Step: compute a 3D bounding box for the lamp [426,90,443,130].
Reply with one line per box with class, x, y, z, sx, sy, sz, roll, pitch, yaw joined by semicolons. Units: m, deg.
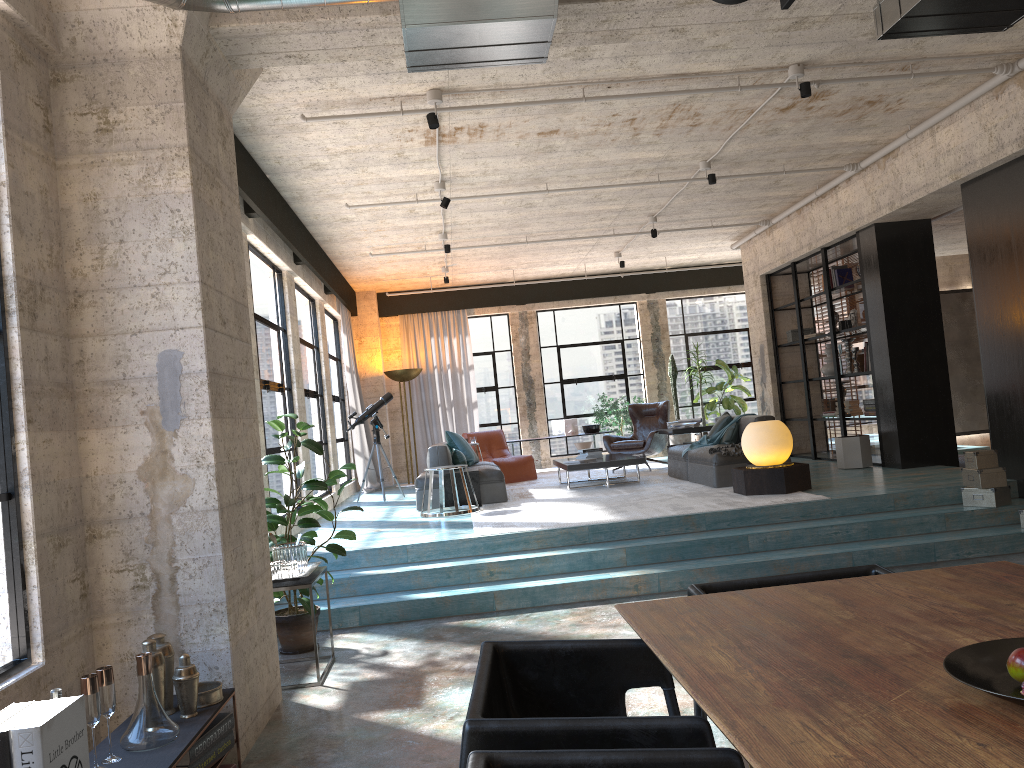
lamp;-0.532;-1.888;6.119;0.107;0.236;0.145;-5;-2;-21

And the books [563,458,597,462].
books;0.805;0.900;10.477;0.318;0.011;0.252;-3;-3;-45

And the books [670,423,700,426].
books;2.226;0.525;11.430;0.252;0.011;0.318;-5;-2;-22

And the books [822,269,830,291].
books;3.970;-1.276;10.986;0.216;0.290;0.231;-5;-2;-4

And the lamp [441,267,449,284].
lamp;-0.969;-1.596;13.025;0.107;0.223;0.143;-6;-2;19

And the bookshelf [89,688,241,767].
bookshelf;-1.280;1.441;2.942;0.350;0.347;1.600;-5;-2;-4

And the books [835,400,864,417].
books;4.163;0.303;10.961;0.306;0.188;0.257;-4;-3;-39

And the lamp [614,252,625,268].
lamp;1.601;-1.839;13.180;0.143;0.223;0.107;-6;-2;9

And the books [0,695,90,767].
books;-1.282;1.063;2.363;0.191;0.362;0.277;-5;-2;-4

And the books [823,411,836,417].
books;4.133;0.379;11.289;0.231;0.068;0.319;-5;-2;-12

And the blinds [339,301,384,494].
blinds;-2.294;0.153;13.547;0.384;2.985;1.131;-5;-2;-4

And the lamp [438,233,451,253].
lamp;-0.815;-1.697;10.705;0.107;0.223;0.143;-7;-2;30

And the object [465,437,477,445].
object;-0.597;0.770;11.977;0.206;0.096;0.287;-7;-3;36

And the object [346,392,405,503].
object;-1.771;0.817;11.410;0.617;1.406;0.595;-5;-2;-3

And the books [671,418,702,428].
books;2.231;0.508;11.351;0.322;0.109;0.273;-7;-3;36

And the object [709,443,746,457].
object;2.259;0.699;9.203;0.433;0.185;0.429;-5;-2;-8

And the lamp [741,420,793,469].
lamp;2.370;0.555;8.241;0.462;0.417;0.462;-6;-2;24

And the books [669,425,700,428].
books;2.219;0.546;11.404;0.252;0.011;0.318;-4;-2;-27

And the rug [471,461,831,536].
rug;0.921;1.237;11.066;2.954;0.032;7.768;-5;-2;-4

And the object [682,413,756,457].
object;2.427;0.580;10.118;0.985;0.438;0.444;-6;-2;23

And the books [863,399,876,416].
books;4.293;0.261;10.275;0.274;0.197;0.393;-5;-2;-4

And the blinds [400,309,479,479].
blinds;-1.187;0.097;14.729;1.187;2.986;0.404;-5;-2;-3

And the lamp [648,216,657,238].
lamp;1.741;-1.923;10.890;0.107;0.252;0.144;-7;-2;28

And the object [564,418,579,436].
object;0.956;0.694;14.270;0.214;0.259;0.154;-5;-2;-4

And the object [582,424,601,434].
object;1.298;0.732;14.443;0.307;0.129;0.307;-7;-3;35

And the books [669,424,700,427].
books;2.225;0.535;11.422;0.252;0.011;0.318;-4;-2;-27

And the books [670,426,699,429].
books;2.219;0.557;11.419;0.252;0.011;0.318;-5;-2;-17

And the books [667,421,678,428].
books;2.205;0.541;11.841;0.278;0.075;0.320;-6;-2;1

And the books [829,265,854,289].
books;3.983;-1.290;10.740;0.221;0.298;0.258;-5;-2;-4

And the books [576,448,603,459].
books;0.979;0.863;11.026;0.279;0.116;0.322;-5;-2;-19

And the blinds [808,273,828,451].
blinds;4.462;-0.191;11.023;0.136;3.160;2.915;-5;-2;-4

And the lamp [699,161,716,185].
lamp;1.893;-2.041;8.589;0.141;0.215;0.107;-5;-2;-21

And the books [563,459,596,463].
books;0.798;0.911;10.475;0.252;0.011;0.318;-7;-3;40

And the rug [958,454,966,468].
rug;5.519;1.065;10.973;0.541;0.377;1.759;-5;-2;-4

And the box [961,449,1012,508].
box;3.796;0.755;7.129;0.280;0.441;0.331;-5;-2;-15

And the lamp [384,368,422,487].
lamp;-1.638;0.692;14.036;0.619;1.822;0.619;-5;-2;-4

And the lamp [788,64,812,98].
lamp;2.035;-2.141;6.284;0.141;0.215;0.107;-5;-2;-21

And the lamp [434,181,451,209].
lamp;-0.659;-1.782;8.413;0.144;0.252;0.107;-5;-2;-20

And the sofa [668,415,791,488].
sofa;2.455;0.711;10.034;1.019;0.680;2.063;-5;-2;-4

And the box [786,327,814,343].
box;3.873;-0.652;11.906;0.306;0.157;0.312;-6;-2;6

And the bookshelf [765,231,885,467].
bookshelf;4.090;-0.348;11.001;0.628;2.571;2.900;-5;-2;-4

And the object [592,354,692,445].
object;2.114;0.413;14.777;1.641;1.708;0.971;-4;-2;-28

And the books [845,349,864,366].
books;4.323;-0.279;11.112;0.147;0.299;0.547;-5;-2;-4

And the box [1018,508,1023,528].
box;4.015;1.024;6.795;0.187;0.140;0.172;-4;-3;-41

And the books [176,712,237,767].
books;-1.292;1.491;3.469;0.274;0.263;0.393;-6;-2;6

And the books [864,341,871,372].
books;4.189;-0.325;10.262;0.216;0.354;0.256;-5;-2;-4

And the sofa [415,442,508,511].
sofa;-0.631;1.034;10.665;1.019;0.680;2.063;-5;-2;-4

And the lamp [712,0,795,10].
lamp;0.803;-1.775;1.743;0.583;1.327;1.813;-5;-2;-4
